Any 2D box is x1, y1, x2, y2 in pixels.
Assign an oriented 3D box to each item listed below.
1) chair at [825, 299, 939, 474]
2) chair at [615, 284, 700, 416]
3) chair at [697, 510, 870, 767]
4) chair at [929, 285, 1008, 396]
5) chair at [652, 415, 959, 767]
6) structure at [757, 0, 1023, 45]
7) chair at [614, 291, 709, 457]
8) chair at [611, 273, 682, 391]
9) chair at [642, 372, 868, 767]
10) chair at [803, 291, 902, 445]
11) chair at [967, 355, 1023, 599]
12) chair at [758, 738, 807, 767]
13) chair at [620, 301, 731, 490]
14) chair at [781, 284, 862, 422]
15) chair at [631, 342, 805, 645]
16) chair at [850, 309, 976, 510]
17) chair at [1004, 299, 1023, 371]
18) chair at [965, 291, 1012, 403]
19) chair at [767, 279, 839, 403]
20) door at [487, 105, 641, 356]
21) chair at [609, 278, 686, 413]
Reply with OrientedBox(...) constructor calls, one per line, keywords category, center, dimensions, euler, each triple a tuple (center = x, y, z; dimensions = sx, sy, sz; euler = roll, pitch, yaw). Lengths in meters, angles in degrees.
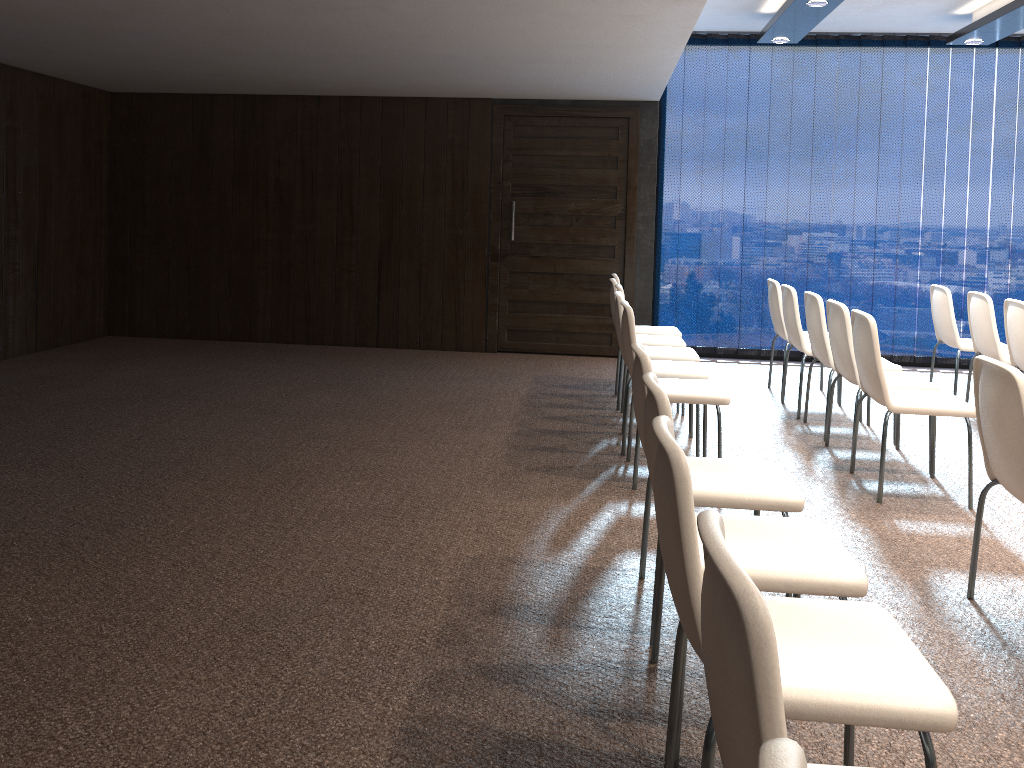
OrientedBox(category="chair", center=(2.079, -0.019, 4.988), dimensions=(0.558, 0.893, 0.537), euler=(2, 4, 5))
OrientedBox(category="chair", center=(0.939, -0.196, 5.745), dimensions=(0.558, 0.893, 0.537), euler=(2, 4, 6))
OrientedBox(category="chair", center=(0.518, 0.657, 1.164), dimensions=(0.558, 0.893, 0.537), euler=(2, 4, 4))
OrientedBox(category="chair", center=(3.497, -0.297, 6.683), dimensions=(0.558, 0.893, 0.537), euler=(2, 4, 7))
OrientedBox(category="chair", center=(0.552, 0.541, 1.784), dimensions=(0.558, 0.893, 0.537), euler=(2, 4, 5))
OrientedBox(category="structure", center=(8.295, -2.065, 3.075), dimensions=(13.149, 0.228, 8.192), euler=(3, 11, 6))
OrientedBox(category="chair", center=(0.863, -0.084, 5.142), dimensions=(0.558, 0.893, 0.537), euler=(2, 4, 8))
OrientedBox(category="chair", center=(1.049, -0.412, 6.909), dimensions=(0.558, 0.893, 0.537), euler=(2, 4, 5))
OrientedBox(category="chair", center=(0.614, 0.439, 2.335), dimensions=(0.558, 0.893, 0.537), euler=(2, 4, 4))
OrientedBox(category="chair", center=(2.154, -0.133, 5.605), dimensions=(0.558, 0.893, 0.537), euler=(2, 4, 5))
OrientedBox(category="chair", center=(1.816, 0.377, 2.851), dimensions=(0.558, 0.893, 0.537), euler=(2, 4, 7))
OrientedBox(category="chair", center=(0.436, 0.766, 0.573), dimensions=(0.558, 0.893, 0.537), euler=(2, 4, 8))
OrientedBox(category="chair", center=(0.826, 0.031, 4.525), dimensions=(0.558, 0.893, 0.537), euler=(2, 4, 4))
OrientedBox(category="chair", center=(2.190, -0.248, 6.217), dimensions=(0.558, 0.893, 0.537), euler=(2, 4, 6))
OrientedBox(category="chair", center=(0.666, 0.324, 2.950), dimensions=(0.558, 0.893, 0.537), euler=(2, 4, 5))
OrientedBox(category="chair", center=(1.999, 0.087, 4.416), dimensions=(0.558, 0.893, 0.537), euler=(2, 4, 7))
OrientedBox(category="chair", center=(3.377, -0.067, 5.446), dimensions=(0.558, 0.893, 0.537), euler=(2, 4, 8))
OrientedBox(category="chair", center=(3.462, -0.181, 6.059), dimensions=(0.558, 0.893, 0.537), euler=(2, 4, 7))
OrientedBox(category="chair", center=(2.266, -0.360, 6.824), dimensions=(0.558, 0.893, 0.537), euler=(2, 4, 6))
OrientedBox(category="door", center=(0.491, -1.473, 8.462), dimensions=(1.401, 2.387, 0.271), euler=(2, 2, 6))
OrientedBox(category="chair", center=(0.969, -0.306, 6.333), dimensions=(0.558, 0.893, 0.537), euler=(2, 4, 5))
